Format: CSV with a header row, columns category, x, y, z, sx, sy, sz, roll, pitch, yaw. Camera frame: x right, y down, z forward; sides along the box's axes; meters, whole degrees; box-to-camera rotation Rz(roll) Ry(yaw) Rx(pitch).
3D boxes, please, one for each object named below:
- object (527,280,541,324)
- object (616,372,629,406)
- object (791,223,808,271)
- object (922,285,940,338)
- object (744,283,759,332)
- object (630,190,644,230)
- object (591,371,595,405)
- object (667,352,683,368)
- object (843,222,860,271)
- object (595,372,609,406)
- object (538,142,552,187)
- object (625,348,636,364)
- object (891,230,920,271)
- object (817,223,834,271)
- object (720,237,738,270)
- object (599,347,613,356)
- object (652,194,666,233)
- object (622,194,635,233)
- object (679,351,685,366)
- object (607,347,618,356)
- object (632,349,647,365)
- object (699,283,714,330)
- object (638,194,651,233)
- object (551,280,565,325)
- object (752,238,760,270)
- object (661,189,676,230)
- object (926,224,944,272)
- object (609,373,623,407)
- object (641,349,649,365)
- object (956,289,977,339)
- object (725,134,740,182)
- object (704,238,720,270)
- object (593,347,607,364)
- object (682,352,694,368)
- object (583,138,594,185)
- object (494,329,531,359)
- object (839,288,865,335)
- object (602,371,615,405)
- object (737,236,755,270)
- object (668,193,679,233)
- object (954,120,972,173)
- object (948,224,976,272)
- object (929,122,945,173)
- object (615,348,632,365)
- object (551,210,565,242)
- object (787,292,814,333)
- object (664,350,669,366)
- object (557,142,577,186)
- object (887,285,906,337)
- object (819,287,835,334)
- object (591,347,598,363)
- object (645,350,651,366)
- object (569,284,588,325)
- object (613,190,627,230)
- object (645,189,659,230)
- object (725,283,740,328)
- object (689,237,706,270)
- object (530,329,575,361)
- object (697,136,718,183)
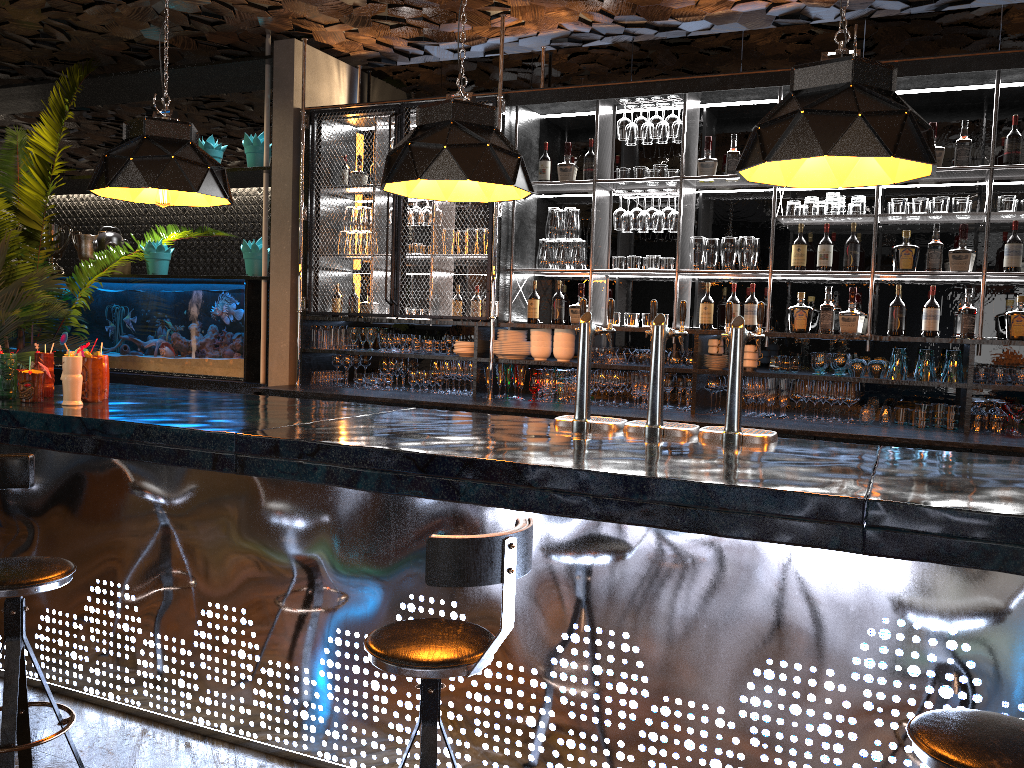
category,x,y,z,sx,sy,sz,roll,pitch,yaw
object,0.152,-0.561,6.085,0.086,0.299,0.086,1,4,-17
object,0.716,0.030,5.773,0.084,0.216,0.084,0,4,-24
object,1.739,-0.820,5.359,0.086,0.299,0.086,1,4,-17
object,2.405,-0.415,5.083,0.086,0.298,0.086,1,4,-17
object,1.485,-0.475,5.493,0.086,0.298,0.086,1,4,-17
object,0.798,-1.110,5.660,0.092,0.244,0.092,1,4,-15
object,0.493,0.026,5.723,0.084,0.216,0.084,3,4,12
object,1.008,-0.151,5.485,0.095,0.096,0.095,2,4,-2
object,2.009,-0.803,5.236,0.086,0.297,0.086,1,4,-17
object,0.579,0.031,5.684,0.084,0.216,0.084,5,5,39
object,0.226,-1.493,6.031,0.086,0.298,0.086,1,4,-17
object,0.779,-0.184,5.827,0.109,0.100,0.109,2,4,7
object,2.270,-0.760,5.117,0.151,0.248,0.094,3,4,13
object,1.882,-0.814,5.323,0.086,0.298,0.086,1,4,-17
object,1.343,-0.801,5.493,0.105,0.209,0.105,1,4,-21
object,0.619,-0.190,5.853,0.100,0.100,0.089,0,4,-24
object,0.956,-1.112,5.770,0.092,0.244,0.092,1,4,-15
object,0.766,-1.124,5.855,0.092,0.244,0.092,1,4,-15
object,1.085,-0.166,5.746,0.095,0.096,0.095,5,5,40
object,0.664,-0.195,5.943,0.089,0.100,0.100,3,4,18
object,0.810,-0.170,5.635,0.093,0.099,0.093,5,5,41
object,1.233,-0.490,5.604,0.086,0.299,0.086,1,4,-17
object,0.866,-1.117,5.810,0.092,0.244,0.092,1,4,-15
object,0.313,-0.549,5.979,0.086,0.297,0.086,0,5,-32
object,1.487,-0.798,5.521,0.105,0.209,0.105,1,4,-21
object,0.983,-1.098,5.577,0.092,0.244,0.092,1,4,-15
object,2.412,-0.769,5.053,0.083,0.282,0.083,4,4,24
object,0.662,0.037,5.647,0.084,0.216,0.084,0,4,-23
object,0.855,-0.175,5.734,0.093,0.099,0.093,3,4,11
object,2.568,-0.395,5.003,0.083,0.282,0.083,3,4,9
object,1.368,-1.401,5.489,0.083,0.282,0.083,3,4,9
object,1.262,-0.813,5.625,0.105,0.209,0.105,1,4,-21
object,0.569,-0.185,5.743,0.100,0.100,0.089,0,4,-30
object,1.102,-0.150,5.522,0.095,0.096,0.095,-1,5,-42
object,0.519,-1.472,5.870,0.086,0.299,0.086,1,4,-17
object,0.000,-0.274,6.058,0.306,0.195,0.300,4,4,25
object,2.008,-0.428,5.237,0.123,0.279,0.123,5,5,38
object,0.635,0.025,5.802,0.084,0.216,0.084,3,4,17
object,1.432,-0.794,5.427,0.105,0.209,0.105,1,4,-21
object,1.051,-1.105,5.728,0.092,0.244,0.092,1,4,-15
object,2.530,-1.332,4.971,0.083,0.282,0.083,4,4,24
object,2.532,-0.757,4.985,0.123,0.279,0.123,5,5,38
object,2.377,-1.338,5.024,0.123,0.279,0.123,3,4,13
object,0.714,-0.176,5.682,0.109,0.100,0.109,2,4,7
object,0.320,-1.087,6.087,0.105,0.209,0.105,1,4,-21
object,1.746,-0.431,5.369,0.151,0.248,0.094,3,4,13
object,0.969,-0.171,5.738,0.093,0.099,0.093,3,4,11
object,0.370,-1.469,5.918,0.123,0.279,0.123,3,4,13
object,2.226,-0.424,5.127,0.086,0.297,0.086,0,5,-32
object,1.888,-0.440,5.306,0.083,0.282,0.083,4,4,24
object,0.511,-0.193,5.832,0.100,0.100,0.089,2,4,-4
object,0.883,-0.161,5.552,0.093,0.099,0.093,6,5,43
object,0.461,-0.530,5.926,0.123,0.279,0.123,5,5,38
object,0.698,-1.116,5.704,0.092,0.244,0.092,1,4,-15
object,0.889,-1.104,5.619,0.092,0.244,0.092,1,4,-15
object,1.386,-0.483,5.563,0.086,0.298,0.086,1,4,-17
object,1.158,-0.812,5.546,0.105,0.209,0.105,1,4,-21
object,0.269,-0.265,5.901,0.309,0.216,0.149,4,4,22
object,1.225,-1.408,5.554,0.123,0.279,0.123,3,4,13
